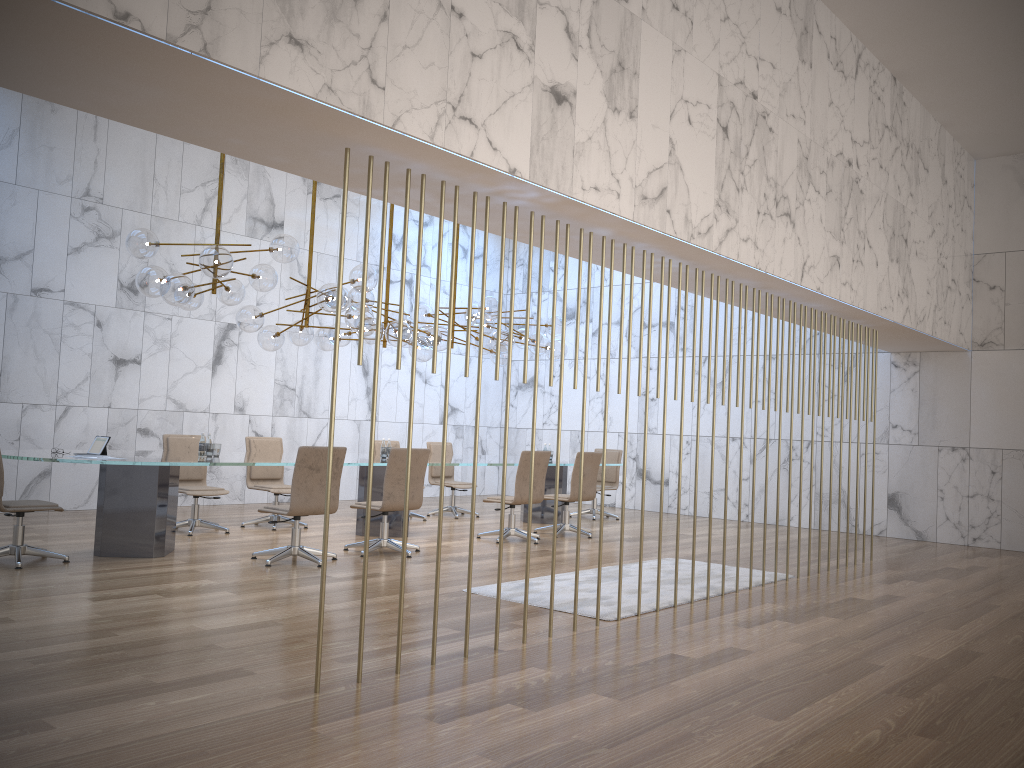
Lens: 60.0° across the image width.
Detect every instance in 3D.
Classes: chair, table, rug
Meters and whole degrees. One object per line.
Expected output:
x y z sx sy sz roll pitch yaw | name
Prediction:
0.681 1.290 10.503 0.697 1.000 0.726 0 -4 41 | chair
-1.811 1.021 7.590 0.697 1.000 0.726 0 -4 41 | chair
-1.163 1.091 8.348 0.697 1.000 0.726 0 -4 41 | chair
-0.827 1.310 12.181 0.697 1.000 0.726 0 -4 40 | chair
-3.867 0.891 6.926 0.726 1.000 0.697 0 -4 41 | chair
0.037 1.221 9.750 0.697 1.000 0.726 0 -4 41 | chair
-3.314 1.041 9.275 0.697 1.000 0.726 0 -4 40 | chair
-1.407 1.233 9.789 2.092 0.835 7.924 0 -4 41 | table
-2.673 1.110 10.024 0.697 1.000 0.726 0 -4 40 | chair
1.097 1.625 7.284 1.320 0.034 3.025 0 -4 40 | rug
1.226 1.441 12.868 0.726 1.000 0.697 0 -4 41 | chair
-1.476 1.240 11.423 0.697 1.000 0.726 0 -4 40 | chair

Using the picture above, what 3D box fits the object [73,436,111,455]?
-3.511 0.512 7.401 0.255 0.159 0.205 0 -4 41 | object

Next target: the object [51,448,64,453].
-3.798 0.563 7.467 0.134 0.037 0.096 2 -3 19 | object

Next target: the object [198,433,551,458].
-1.186 0.733 10.070 0.124 0.213 5.189 0 -4 41 | object

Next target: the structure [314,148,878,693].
1.526 0.397 6.723 0.023 2.456 7.223 0 -4 41 | structure

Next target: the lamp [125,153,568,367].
-1.357 -1.580 9.849 1.557 2.716 5.672 0 -4 40 | lamp

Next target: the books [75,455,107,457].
-3.346 0.570 7.054 0.126 0.012 0.205 0 -4 37 | books

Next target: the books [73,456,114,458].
-3.287 0.574 6.984 0.239 0.012 0.205 1 -3 28 | books

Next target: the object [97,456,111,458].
-3.199 0.571 6.958 0.011 0.011 0.158 2 -3 15 | object

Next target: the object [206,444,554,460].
-1.160 0.780 10.026 0.183 0.117 5.112 0 -4 41 | object
